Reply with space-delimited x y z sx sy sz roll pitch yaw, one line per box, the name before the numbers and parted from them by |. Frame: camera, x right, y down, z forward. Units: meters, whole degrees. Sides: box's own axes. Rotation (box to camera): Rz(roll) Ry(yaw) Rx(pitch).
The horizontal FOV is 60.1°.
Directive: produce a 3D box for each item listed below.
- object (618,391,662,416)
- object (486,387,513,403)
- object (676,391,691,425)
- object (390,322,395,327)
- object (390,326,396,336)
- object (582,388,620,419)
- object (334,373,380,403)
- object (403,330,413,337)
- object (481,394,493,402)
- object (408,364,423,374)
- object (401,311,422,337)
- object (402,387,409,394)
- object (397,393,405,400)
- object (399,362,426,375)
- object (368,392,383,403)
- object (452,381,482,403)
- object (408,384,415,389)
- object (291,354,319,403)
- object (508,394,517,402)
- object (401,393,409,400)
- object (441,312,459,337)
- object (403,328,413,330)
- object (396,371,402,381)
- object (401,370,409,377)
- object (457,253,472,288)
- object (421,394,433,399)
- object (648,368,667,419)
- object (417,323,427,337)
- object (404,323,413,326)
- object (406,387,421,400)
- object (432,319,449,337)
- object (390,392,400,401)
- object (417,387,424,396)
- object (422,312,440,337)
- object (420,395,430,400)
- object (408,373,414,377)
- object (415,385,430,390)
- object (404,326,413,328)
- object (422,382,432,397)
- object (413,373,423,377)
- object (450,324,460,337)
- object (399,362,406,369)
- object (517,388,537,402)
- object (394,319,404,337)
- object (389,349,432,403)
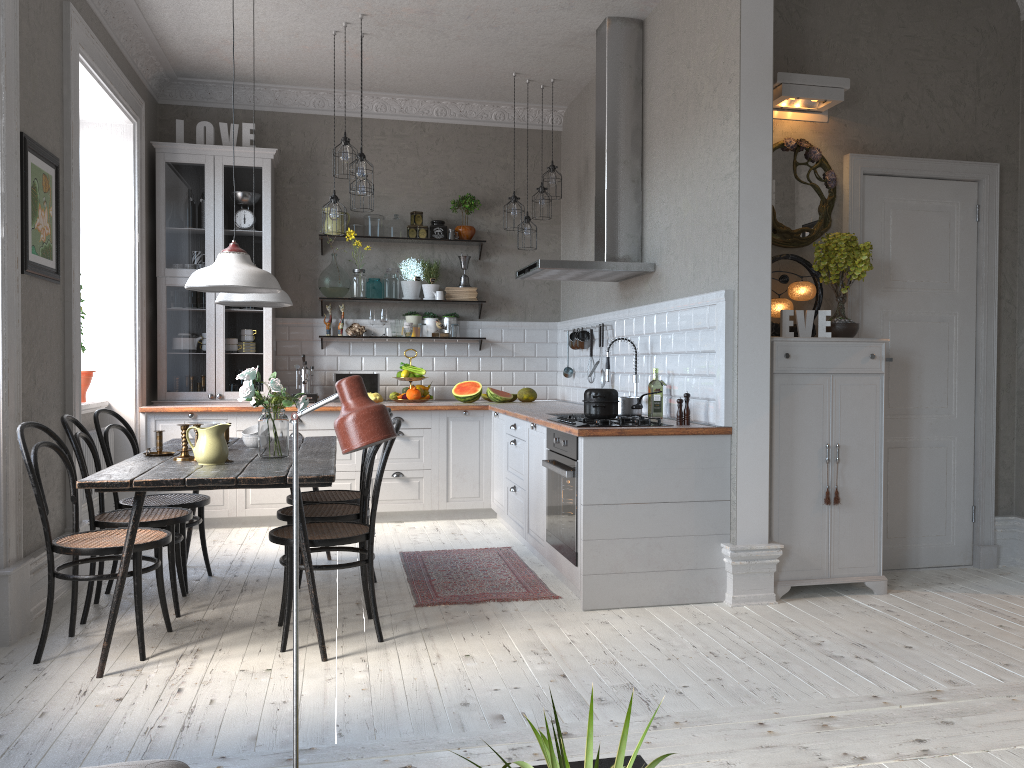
object | 0.662 0.100 4.671 0.299 0.134 0.177 1 1 22
object | -0.086 0.087 6.928 0.228 0.127 0.146 0 1 -30
object | 0.852 0.120 4.399 0.073 0.167 0.035 0 1 -13
object | -0.947 -0.455 7.164 0.077 0.083 0.078 0 1 5
object | -0.947 -0.422 7.164 0.077 0.083 0.078 0 1 5
object | 0.441 0.097 4.386 0.194 0.147 0.189 -1 1 -33
object | -1.214 0.030 6.923 0.355 0.226 0.087 0 1 -13
object | -0.828 -0.403 7.072 0.078 0.051 0.076 0 1 -19
object | -0.158 0.111 7.188 0.200 0.067 0.102 0 1 -6
object | -0.764 -0.113 7.031 0.180 0.096 0.088 0 1 7
object | -0.816 -0.490 7.202 0.160 0.217 0.153 -1 1 -32
object | -0.824 0.060 7.052 0.078 0.076 0.155 1 1 15
object | -0.867 0.099 6.952 0.084 0.057 0.089 1 1 20
object | -0.779 -0.122 6.959 0.212 0.101 0.067 0 1 -7
object | -1.080 0.106 6.750 0.199 0.083 0.187 0 1 -12
object | -0.349 0.063 6.917 0.234 0.174 0.219 0 1 9
object | -0.792 0.049 7.052 0.086 0.093 0.086 0 1 -16
object | -1.580 -0.039 6.747 0.208 0.370 0.350 0 1 -12
object | -0.023 0.110 7.121 0.117 0.073 0.204 1 2 41
object | -0.855 0.108 6.971 0.071 0.076 0.225 0 1 -30
object | -0.504 -0.484 7.292 0.160 0.213 0.151 0 1 -15
object | -0.828 -0.420 7.072 0.078 0.051 0.076 0 1 -19
object | -0.861 -0.064 6.972 0.097 0.078 0.099 0 1 -25
object | -0.832 -0.078 6.903 0.059 0.069 0.079 0 1 8
object | -0.389 -0.928 7.260 0.133 0.287 0.128 0 1 -27
object | -0.728 0.096 7.068 0.213 0.044 0.055 1 1 25
object | 0.813 0.054 4.929 0.090 0.282 0.081 0 1 -12
object | -0.725 -0.433 7.152 0.079 0.108 0.077 0 1 -19
object | -0.827 -0.463 7.071 0.078 0.051 0.076 0 1 -26
object | -0.763 0.075 6.866 0.115 0.110 0.109 -1 2 -45
object | -0.575 -0.450 7.179 0.121 0.147 0.098 -1 2 -44
object | -0.913 0.095 6.978 0.075 0.072 0.153 1 1 18
object | -0.738 0.062 6.949 0.088 0.078 0.088 1 1 14
object | -0.665 -0.485 7.246 0.171 0.214 0.149 1 1 17
object | -0.688 0.108 6.953 0.088 0.051 0.069 1 1 35
object | -0.795 -0.056 6.927 0.064 0.061 0.066 0 1 -12
object | -0.707 0.032 7.029 0.128 0.056 0.059 0 1 -20
object | -0.828 -0.438 7.072 0.077 0.051 0.077 0 1 7
object | -0.679 0.039 7.028 0.060 0.120 0.126 0 1 12
object | -0.747 -0.055 6.973 0.077 0.062 0.098 -1 2 -39
object | -0.464 -0.433 7.187 0.079 0.108 0.077 0 1 -19
object | -0.845 -0.143 6.947 0.074 0.058 0.050 -1 1 -36
object | 0.121 0.088 7.104 0.129 0.119 0.208 1 2 41
object | -0.903 -0.448 7.098 0.080 0.139 0.077 -1 2 -40
object | -0.798 -0.066 6.982 0.358 0.425 0.345 0 1 -27
